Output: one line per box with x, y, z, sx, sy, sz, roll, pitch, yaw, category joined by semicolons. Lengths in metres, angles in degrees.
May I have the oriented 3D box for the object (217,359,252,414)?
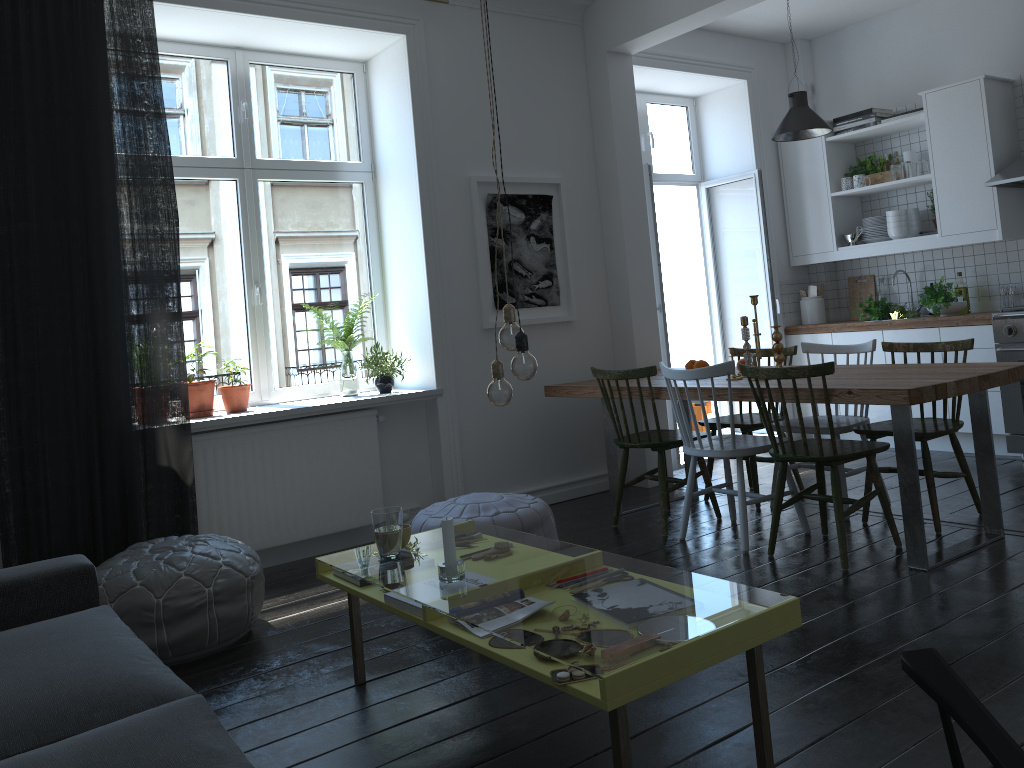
-1.400;0.004;4.478;0.176;0.279;0.195;-6;-1;22;object

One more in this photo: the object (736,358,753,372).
1.253;-0.097;4.731;0.085;0.084;0.089;-5;1;-23;object

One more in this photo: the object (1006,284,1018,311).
3.256;-0.566;5.734;0.059;0.173;0.059;-4;-2;-22;object

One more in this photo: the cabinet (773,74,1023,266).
3.211;-0.748;5.228;0.783;2.379;3.772;-4;1;-31;cabinet

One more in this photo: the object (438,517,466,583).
-0.173;0.455;2.440;0.074;0.174;0.074;-5;-2;0;object

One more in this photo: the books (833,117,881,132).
2.566;-1.884;6.424;0.261;0.031;0.327;-8;5;-37;books

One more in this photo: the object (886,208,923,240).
2.747;-1.117;6.166;0.311;0.217;0.148;-7;0;-38;object

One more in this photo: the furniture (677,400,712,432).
1.452;0.245;7.695;0.402;0.376;0.916;-6;3;-35;furniture

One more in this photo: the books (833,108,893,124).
2.565;-1.950;6.432;0.260;0.038;0.324;-8;5;-33;books

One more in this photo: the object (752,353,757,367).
1.276;-0.109;4.626;0.102;0.114;0.102;-5;0;40;object

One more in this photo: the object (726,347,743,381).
1.097;-0.100;4.374;0.080;0.161;0.080;-6;-2;12;object

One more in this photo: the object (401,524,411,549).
-0.369;0.498;2.858;0.087;0.067;0.086;-5;1;-7;object

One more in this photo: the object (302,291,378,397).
-0.907;-0.215;4.898;0.391;0.568;0.328;-5;-1;18;object

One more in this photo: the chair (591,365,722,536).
0.737;0.302;4.529;0.487;0.831;0.464;-4;-1;-37;chair

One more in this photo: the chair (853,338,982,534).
1.919;0.218;4.184;0.487;0.831;0.464;-4;-1;-37;chair

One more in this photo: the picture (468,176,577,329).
0.062;-0.801;5.306;0.690;0.892;0.082;-5;-2;-35;picture

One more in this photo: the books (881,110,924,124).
2.793;-1.843;6.116;0.262;0.038;0.348;-8;5;-36;books

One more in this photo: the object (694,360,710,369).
1.047;-0.089;4.855;0.091;0.088;0.083;-5;0;-9;object

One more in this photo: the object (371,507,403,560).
-0.385;0.467;2.743;0.097;0.147;0.097;-5;-1;15;object

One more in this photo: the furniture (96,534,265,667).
-1.291;0.795;3.350;0.683;0.383;0.676;-7;3;-35;furniture

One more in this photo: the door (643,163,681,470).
0.835;-0.455;6.029;0.105;2.036;0.581;-4;-3;-30;door

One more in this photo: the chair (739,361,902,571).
1.314;0.303;3.751;0.487;0.831;0.464;-4;-1;-37;chair

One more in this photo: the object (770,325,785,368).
1.346;-0.170;4.451;0.101;0.249;0.100;-5;-2;-12;object

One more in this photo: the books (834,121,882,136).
2.583;-1.848;6.418;0.261;0.044;0.349;-8;5;-33;books

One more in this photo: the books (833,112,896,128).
2.579;-1.916;6.423;0.289;0.031;0.349;-8;5;-35;books

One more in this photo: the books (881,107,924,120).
2.797;-1.871;6.123;0.276;0.016;0.339;-8;5;-34;books

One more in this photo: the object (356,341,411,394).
-0.706;-0.097;4.889;0.286;0.296;0.284;-5;0;-31;object

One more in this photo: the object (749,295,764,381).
1.180;-0.224;4.261;0.113;0.413;0.113;-6;-2;17;object

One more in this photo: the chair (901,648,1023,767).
0.753;0.469;0.794;0.611;1.009;0.906;-5;0;10;chair

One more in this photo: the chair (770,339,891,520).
1.649;0.206;4.593;0.512;0.846;0.463;-4;-1;-35;chair

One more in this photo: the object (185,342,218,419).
-1.580;-0.020;4.378;0.259;0.372;0.233;-5;-1;-23;object

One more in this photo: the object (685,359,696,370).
1.014;-0.093;4.932;0.087;0.090;0.084;-5;0;45;object

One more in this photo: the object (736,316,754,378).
1.205;-0.193;4.514;0.140;0.312;0.140;-5;-2;7;object

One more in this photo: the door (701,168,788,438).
1.753;-0.584;6.688;0.105;2.036;0.581;-3;-3;-41;door

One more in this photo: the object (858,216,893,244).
2.657;-1.113;6.386;0.307;0.195;0.299;-7;2;-34;object

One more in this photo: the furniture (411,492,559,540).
-0.109;0.675;3.640;0.618;0.421;0.606;-7;2;-41;furniture

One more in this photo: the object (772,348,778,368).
1.369;-0.124;4.541;0.049;0.140;0.049;-4;-3;-35;object

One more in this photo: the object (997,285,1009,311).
3.237;-0.568;5.796;0.059;0.173;0.059;-4;-2;-22;object

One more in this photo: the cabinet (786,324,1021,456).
3.121;0.026;5.464;0.732;0.816;3.171;-5;3;-27;cabinet

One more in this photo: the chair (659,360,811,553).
1.006;0.297;4.121;0.512;0.846;0.463;-4;-1;-35;chair

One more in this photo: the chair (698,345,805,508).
1.342;0.217;4.962;0.487;0.831;0.464;-4;-1;-37;chair
